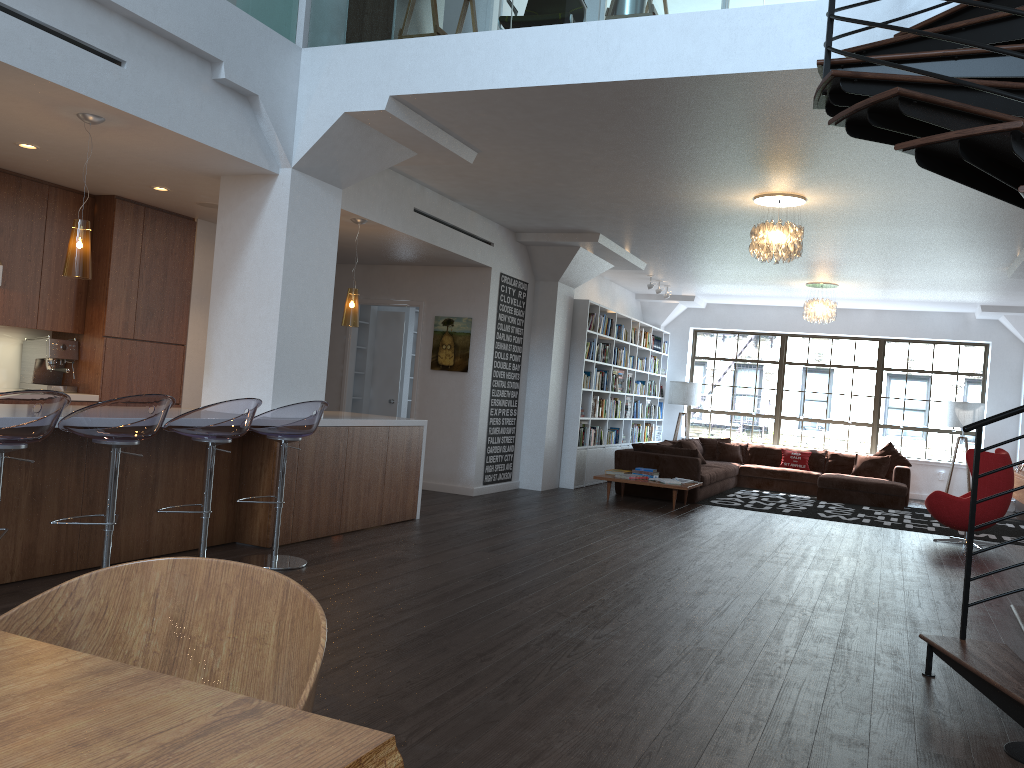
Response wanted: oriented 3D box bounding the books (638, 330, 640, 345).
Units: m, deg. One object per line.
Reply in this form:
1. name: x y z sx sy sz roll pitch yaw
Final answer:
1. books: 1.867 -0.719 13.671 0.189 0.247 0.057 5 -1 23

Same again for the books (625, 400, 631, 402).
1. books: 1.688 0.248 13.439 0.208 0.024 0.144 4 -1 28

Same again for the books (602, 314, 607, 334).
1. books: 1.177 -0.810 12.061 0.197 0.290 0.136 5 -1 23

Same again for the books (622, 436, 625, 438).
1. books: 1.571 0.789 13.431 0.254 0.032 0.174 4 -1 28

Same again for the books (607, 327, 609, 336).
1. books: 1.240 -0.787 12.197 0.182 0.255 0.077 5 -1 23

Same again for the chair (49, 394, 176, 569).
1. chair: -1.928 0.535 4.267 0.481 1.014 0.530 5 -1 21

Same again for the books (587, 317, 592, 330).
1. books: 0.933 -0.797 11.490 0.167 0.210 0.162 5 -1 23

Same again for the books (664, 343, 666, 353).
1. books: 2.580 -0.619 15.309 0.136 0.196 0.045 5 -1 23

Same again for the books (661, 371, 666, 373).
1. books: 2.468 -0.211 15.227 0.284 0.033 0.197 4 -1 38

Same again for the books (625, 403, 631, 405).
1. books: 1.672 0.300 13.451 0.223 0.032 0.161 5 -1 23

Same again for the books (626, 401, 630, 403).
1. books: 1.691 0.273 13.429 0.161 0.026 0.223 5 -1 13

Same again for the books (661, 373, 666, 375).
1. books: 2.465 -0.177 15.226 0.197 0.035 0.284 5 -1 -37

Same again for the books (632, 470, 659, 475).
1. books: 1.624 1.073 10.765 0.279 0.035 0.191 4 -1 33

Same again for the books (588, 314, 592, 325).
1. books: 0.905 -0.803 11.403 0.182 0.215 0.188 5 -1 23

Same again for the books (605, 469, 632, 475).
1. books: 1.310 1.080 10.830 0.241 0.045 0.334 5 -1 25

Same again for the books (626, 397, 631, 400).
1. books: 1.684 0.215 13.435 0.185 0.041 0.129 4 -1 38

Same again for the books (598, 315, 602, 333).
1. books: 1.101 -0.799 11.871 0.170 0.251 0.118 5 -1 23

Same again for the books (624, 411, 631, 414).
1. books: 1.654 0.417 13.470 0.259 0.040 0.180 5 -1 23

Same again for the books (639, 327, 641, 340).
1. books: 1.905 -0.741 13.711 0.140 0.298 0.044 5 -1 23

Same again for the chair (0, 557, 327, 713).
1. chair: -0.607 0.711 1.260 0.629 0.833 0.618 5 -1 18

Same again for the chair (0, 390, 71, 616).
1. chair: -2.151 0.511 3.675 0.481 1.014 0.530 5 -1 25

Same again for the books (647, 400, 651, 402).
1. books: 2.128 0.263 14.475 0.224 0.030 0.161 4 -1 33

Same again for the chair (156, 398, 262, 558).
1. chair: -1.663 0.562 4.846 0.481 1.014 0.530 5 -1 21

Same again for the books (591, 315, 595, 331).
1. books: 0.982 -0.799 11.577 0.161 0.222 0.084 5 -1 23

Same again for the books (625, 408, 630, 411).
1. books: 1.665 0.375 13.452 0.231 0.044 0.168 5 -1 18

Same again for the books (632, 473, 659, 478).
1. books: 1.624 1.109 10.759 0.312 0.037 0.216 5 -1 13

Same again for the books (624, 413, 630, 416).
1. books: 1.645 0.455 13.446 0.251 0.037 0.160 4 -1 28

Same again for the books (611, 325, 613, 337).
1. books: 1.319 -0.768 12.392 0.167 0.233 0.077 5 -1 23

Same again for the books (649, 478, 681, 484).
1. books: 1.766 1.116 10.250 0.231 0.040 0.342 5 -1 -27

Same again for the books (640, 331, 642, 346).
1. books: 1.939 -0.711 13.843 0.171 0.246 0.057 5 -1 23

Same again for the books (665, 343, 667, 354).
1. books: 2.599 -0.615 15.346 0.139 0.191 0.036 5 -1 23

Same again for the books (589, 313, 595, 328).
1. books: 0.987 -0.812 11.608 0.159 0.248 0.089 5 -1 23

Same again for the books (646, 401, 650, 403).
1. books: 2.122 0.292 14.467 0.223 0.031 0.161 5 -1 23

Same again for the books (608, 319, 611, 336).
1. books: 1.261 -0.779 12.231 0.174 0.243 0.085 5 -1 23

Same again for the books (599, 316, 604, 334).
1. books: 1.125 -0.793 11.918 0.174 0.242 0.105 5 -1 23

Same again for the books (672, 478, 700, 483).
1. books: 2.043 1.142 10.505 0.350 0.035 0.256 5 -1 -41

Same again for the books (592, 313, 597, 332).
1. books: 1.006 -0.812 11.648 0.170 0.251 0.118 5 -1 23

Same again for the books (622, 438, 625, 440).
1. books: 1.571 0.822 13.426 0.284 0.033 0.197 5 -1 8

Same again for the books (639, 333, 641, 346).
1. books: 1.914 -0.694 13.755 0.144 0.207 0.048 5 -1 23

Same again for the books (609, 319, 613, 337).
1. books: 1.301 -0.781 12.325 0.182 0.255 0.077 5 -1 23

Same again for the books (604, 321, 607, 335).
1. books: 1.198 -0.774 12.092 0.161 0.222 0.083 5 -1 23

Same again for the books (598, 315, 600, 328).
1. books: 1.082 -0.799 11.831 0.159 0.248 0.089 5 -1 23

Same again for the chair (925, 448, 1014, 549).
1. chair: 4.714 1.138 9.140 0.798 1.006 0.801 5 -1 -41

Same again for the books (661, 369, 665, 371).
1. books: 2.471 -0.244 15.221 0.174 0.032 0.254 5 -1 -32

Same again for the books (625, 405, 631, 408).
1. books: 1.661 0.334 13.447 0.253 0.040 0.183 5 -1 23

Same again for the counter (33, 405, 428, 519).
1. counter: -1.883 0.615 3.907 3.039 0.860 8.182 5 -1 -6

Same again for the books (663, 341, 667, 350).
1. books: 2.612 -0.634 15.385 0.140 0.231 0.042 5 -1 23

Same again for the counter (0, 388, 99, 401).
1. counter: -4.496 0.004 5.317 0.600 0.050 4.387 5 -1 23

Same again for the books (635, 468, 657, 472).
1. books: 1.630 1.042 10.761 0.224 0.027 0.157 4 -1 28

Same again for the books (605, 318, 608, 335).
1. books: 1.216 -0.786 12.120 0.159 0.248 0.089 5 -1 23

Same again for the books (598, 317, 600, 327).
1. books: 1.077 -0.787 11.800 0.161 0.222 0.084 5 -1 23

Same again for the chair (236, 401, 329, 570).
1. chair: -1.416 0.588 5.425 0.481 1.014 0.530 5 -1 25

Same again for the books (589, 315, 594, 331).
1. books: 0.966 -0.799 11.546 0.161 0.218 0.101 5 -1 23

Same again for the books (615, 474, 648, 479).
1. books: 1.401 1.088 10.417 0.340 0.035 0.236 5 -1 -42

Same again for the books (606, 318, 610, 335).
1. books: 1.231 -0.786 12.149 0.182 0.253 0.098 5 -1 23

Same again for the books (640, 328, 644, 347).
1. books: 1.971 -0.730 13.921 0.176 0.290 0.053 5 -1 23

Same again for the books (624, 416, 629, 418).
1. books: 1.643 0.492 13.442 0.246 0.038 0.171 5 -1 23

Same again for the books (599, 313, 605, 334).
1. books: 1.156 -0.814 12.001 0.176 0.293 0.125 5 -1 23

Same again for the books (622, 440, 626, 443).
1. books: 1.568 0.856 13.425 0.284 0.035 0.197 5 -1 23
